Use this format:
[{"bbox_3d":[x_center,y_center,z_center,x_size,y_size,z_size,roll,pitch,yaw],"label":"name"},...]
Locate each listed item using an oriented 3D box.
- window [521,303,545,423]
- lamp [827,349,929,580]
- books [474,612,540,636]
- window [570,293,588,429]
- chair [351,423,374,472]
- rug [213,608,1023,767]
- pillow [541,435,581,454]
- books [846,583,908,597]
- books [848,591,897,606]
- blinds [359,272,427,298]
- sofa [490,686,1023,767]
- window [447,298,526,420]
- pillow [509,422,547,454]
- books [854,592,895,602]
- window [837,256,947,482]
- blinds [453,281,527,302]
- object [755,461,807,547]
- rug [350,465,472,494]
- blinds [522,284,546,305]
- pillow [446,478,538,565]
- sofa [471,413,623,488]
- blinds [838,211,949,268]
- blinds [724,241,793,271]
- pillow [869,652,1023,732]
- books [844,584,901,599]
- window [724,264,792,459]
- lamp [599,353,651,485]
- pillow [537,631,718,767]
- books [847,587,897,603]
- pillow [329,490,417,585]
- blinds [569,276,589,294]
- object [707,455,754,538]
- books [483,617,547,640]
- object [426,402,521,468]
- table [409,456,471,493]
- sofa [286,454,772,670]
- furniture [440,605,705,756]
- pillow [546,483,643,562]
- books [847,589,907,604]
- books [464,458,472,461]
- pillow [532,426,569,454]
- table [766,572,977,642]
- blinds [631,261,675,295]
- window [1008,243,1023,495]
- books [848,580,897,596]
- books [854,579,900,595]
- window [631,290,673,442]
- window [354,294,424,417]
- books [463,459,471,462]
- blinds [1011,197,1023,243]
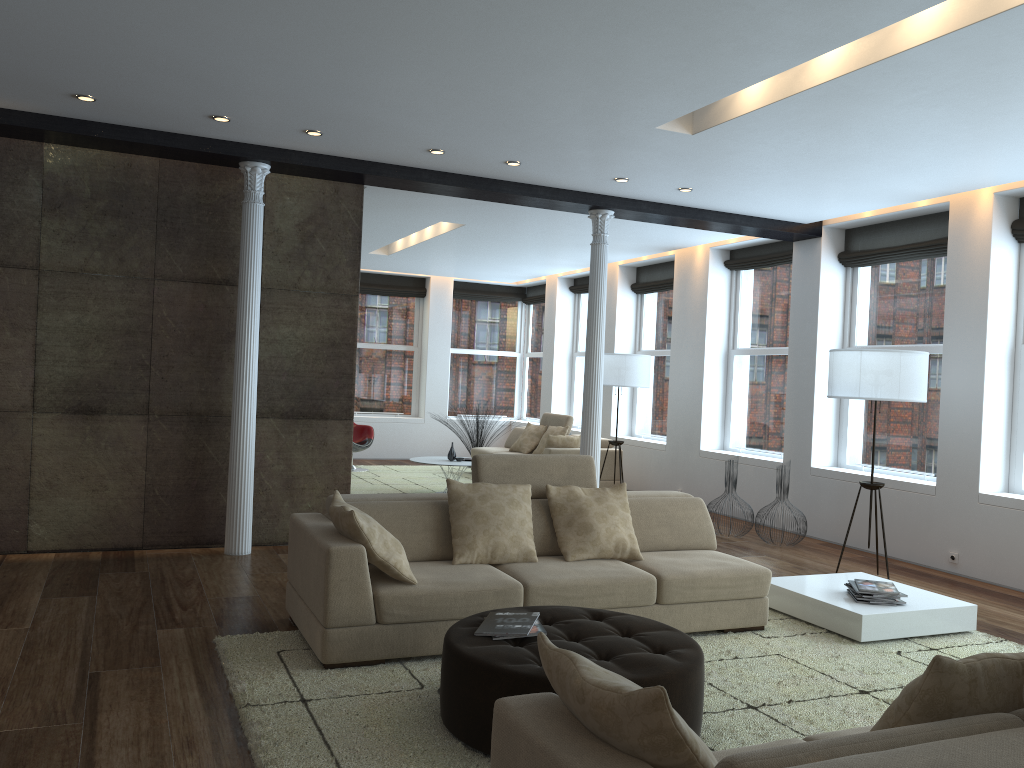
[{"bbox_3d":[3.652,0.236,23.003,34.761,17.917,13.698,2,0,-24],"label":"window"},{"bbox_3d":[2.727,0.616,6.702,0.698,1.728,0.698,3,0,0],"label":"lamp"},{"bbox_3d":[-0.016,0.992,3.675,0.220,0.040,0.301,3,0,11],"label":"books"},{"bbox_3d":[1.253,-0.425,13.221,0.123,2.400,1.444,2,0,-24],"label":"window"},{"bbox_3d":[-2.297,0.792,12.441,0.810,0.818,0.669,2,0,-44],"label":"chair"},{"bbox_3d":[1.029,1.411,3.981,4.231,0.020,2.972,2,0,-24],"label":"rug"},{"bbox_3d":[0.589,0.778,10.786,0.518,0.393,0.395,2,0,-27],"label":"pillow"},{"bbox_3d":[2.162,1.223,5.265,0.220,0.010,0.300,3,0,-9],"label":"books"},{"bbox_3d":[2.135,1.270,5.271,0.220,0.010,0.300,3,0,11],"label":"books"},{"bbox_3d":[-2.088,-1.617,14.455,1.422,0.363,0.156,2,0,-24],"label":"blinds"},{"bbox_3d":[1.314,0.968,2.311,2.581,0.950,1.021,2,0,-24],"label":"sofa"},{"bbox_3d":[-0.481,-0.517,15.285,1.474,2.400,0.123,2,0,-24],"label":"window"},{"bbox_3d":[0.238,0.742,12.145,0.368,0.416,0.519,2,0,-28],"label":"pillow"},{"bbox_3d":[2.161,1.242,5.266,0.220,0.010,0.300,3,0,26],"label":"books"},{"bbox_3d":[3.537,-0.289,8.028,0.123,2.400,1.432,2,0,-24],"label":"window"},{"bbox_3d":[-0.412,-1.570,15.194,1.442,0.312,0.155,2,0,-24],"label":"blinds"},{"bbox_3d":[2.456,1.072,8.068,0.458,0.781,0.458,2,0,-25],"label":"object"},{"bbox_3d":[-0.804,1.284,11.317,2.972,0.020,4.231,2,0,-24],"label":"rug"},{"bbox_3d":[0.514,-1.517,14.850,0.156,0.327,1.377,2,0,-24],"label":"blinds"},{"bbox_3d":[-0.104,0.758,4.917,0.534,0.439,0.301,3,0,-20],"label":"pillow"},{"bbox_3d":[0.383,0.870,11.807,1.018,0.950,2.581,2,0,-24],"label":"sofa"},{"bbox_3d":[3.512,-1.305,7.991,0.183,0.395,1.431,2,0,-24],"label":"blinds"},{"bbox_3d":[2.800,-1.408,9.655,0.156,0.275,1.396,2,0,-24],"label":"blinds"},{"bbox_3d":[1.093,0.829,2.195,0.534,0.439,0.301,2,0,-27],"label":"pillow"},{"bbox_3d":[2.137,1.231,5.270,0.220,0.010,0.300,3,0,1],"label":"books"},{"bbox_3d":[2.808,-0.333,9.686,0.123,2.400,1.391,2,0,-24],"label":"window"},{"bbox_3d":[1.202,0.524,10.169,0.698,1.728,0.698,3,0,0],"label":"lamp"},{"bbox_3d":[0.301,0.815,2.107,0.395,0.393,0.518,2,0,-27],"label":"pillow"},{"bbox_3d":[2.136,1.250,5.271,0.220,0.010,0.300,3,0,11],"label":"books"},{"bbox_3d":[-0.705,0.756,4.393,0.395,0.393,0.518,3,0,-20],"label":"pillow"},{"bbox_3d":[1.247,-1.500,13.187,0.156,0.275,1.442,2,0,-24],"label":"blinds"},{"bbox_3d":[2.069,1.052,8.407,0.458,0.781,0.458,2,0,-25],"label":"object"},{"bbox_3d":[0.009,1.001,3.671,0.219,0.031,0.300,3,0,-9],"label":"books"},{"bbox_3d":[-0.538,0.768,13.379,1.119,1.014,1.125,2,0,-37],"label":"object"},{"bbox_3d":[-0.688,1.089,10.319,1.022,0.393,1.022,3,0,21],"label":"table"},{"bbox_3d":[0.128,0.898,5.008,2.581,0.950,1.021,2,0,-24],"label":"sofa"},{"bbox_3d":[0.240,1.190,3.604,1.057,0.355,1.057,2,0,-22],"label":"furniture"},{"bbox_3d":[0.472,0.794,5.157,0.519,0.416,0.368,3,0,-19],"label":"pillow"},{"bbox_3d":[2.160,1.261,5.266,0.220,0.010,0.300,3,0,-4],"label":"books"},{"bbox_3d":[-0.416,0.890,10.441,0.300,0.010,0.220,3,0,-9],"label":"books"},{"bbox_3d":[0.502,0.747,11.578,0.301,0.439,0.534,2,0,-27],"label":"pillow"},{"bbox_3d":[2.148,1.359,5.458,0.900,0.170,0.900,2,0,-24],"label":"table"},{"bbox_3d":[1.965,-1.398,11.548,0.156,0.393,1.342,2,0,-24],"label":"blinds"},{"bbox_3d":[4.276,-0.245,6.347,0.123,2.400,1.442,2,0,-24],"label":"window"},{"bbox_3d":[2.138,1.212,5.270,0.220,0.010,0.300,3,0,11],"label":"books"},{"bbox_3d":[2.163,1.203,5.265,0.220,0.010,0.300,3,0,16],"label":"books"},{"bbox_3d":[1.975,-0.382,11.579,0.123,2.400,1.345,2,0,-24],"label":"window"},{"bbox_3d":[-2.172,-0.590,14.547,1.420,2.400,0.123,2,0,-24],"label":"window"},{"bbox_3d":[-0.421,0.899,10.416,0.300,0.010,0.220,3,0,11],"label":"books"},{"bbox_3d":[4.266,-1.255,6.315,0.156,0.424,1.439,2,0,-24],"label":"blinds"}]
